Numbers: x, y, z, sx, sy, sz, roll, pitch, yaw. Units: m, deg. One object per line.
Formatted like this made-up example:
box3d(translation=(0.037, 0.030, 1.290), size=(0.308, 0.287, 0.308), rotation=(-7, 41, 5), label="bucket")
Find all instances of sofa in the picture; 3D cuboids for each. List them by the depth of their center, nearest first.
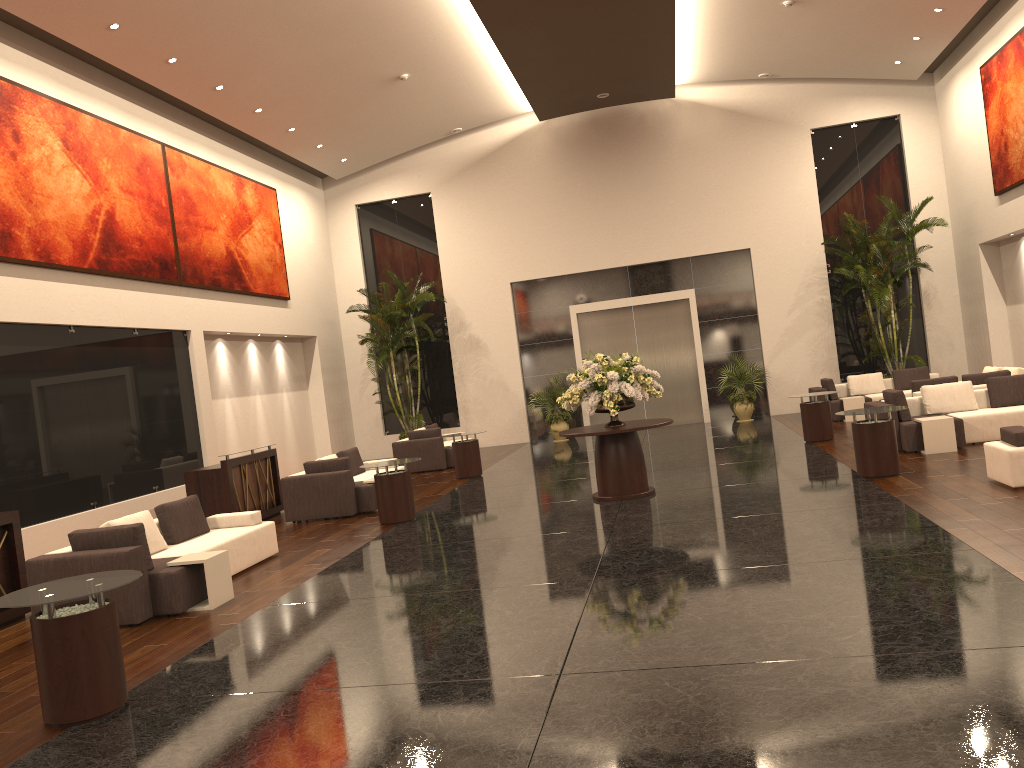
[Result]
box3d(translation=(-3.414, 1.678, 9.120), size=(1.291, 0.862, 2.846), rotation=(-7, 1, 10), label="sofa")
box3d(translation=(6.452, 0.433, 9.987), size=(2.586, 0.862, 3.366), rotation=(-7, 1, 11), label="sofa")
box3d(translation=(6.641, 0.376, 12.614), size=(2.846, 0.862, 1.291), rotation=(-7, 1, 10), label="sofa")
box3d(translation=(-2.483, 1.498, 14.206), size=(1.291, 0.862, 2.846), rotation=(-7, 1, 10), label="sofa")
box3d(translation=(7.473, 0.235, 15.564), size=(2.586, 0.862, 3.366), rotation=(-7, 1, 11), label="sofa")
box3d(translation=(7.662, 0.178, 18.191), size=(2.846, 0.862, 1.291), rotation=(-7, 1, 10), label="sofa")
box3d(translation=(-1.549, 1.316, 19.308), size=(1.291, 0.862, 2.846), rotation=(-7, 1, 10), label="sofa")

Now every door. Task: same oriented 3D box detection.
box3d(translation=(3.159, -0.409, 21.910), size=(2.767, 3.048, 0.040), rotation=(-7, 1, 11), label="door")

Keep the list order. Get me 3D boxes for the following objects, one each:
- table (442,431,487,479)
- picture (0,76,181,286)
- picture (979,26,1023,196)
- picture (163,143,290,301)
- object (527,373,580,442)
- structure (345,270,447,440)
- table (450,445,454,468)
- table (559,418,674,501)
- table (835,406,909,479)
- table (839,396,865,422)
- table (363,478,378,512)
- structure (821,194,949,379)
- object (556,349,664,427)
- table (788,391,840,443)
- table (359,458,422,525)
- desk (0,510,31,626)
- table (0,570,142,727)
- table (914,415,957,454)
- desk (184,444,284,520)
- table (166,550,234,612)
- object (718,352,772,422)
box3d(translation=(-0.821, 1.298, 16.110), size=(0.833, 0.795, 0.844), rotation=(-8, 1, -29), label="table")
box3d(translation=(-6.417, -2.908, 13.367), size=(0.070, 2.526, 4.515), rotation=(-7, 1, 11), label="picture")
box3d(translation=(8.903, -4.847, 15.094), size=(0.070, 2.526, 4.515), rotation=(-7, 1, 11), label="picture")
box3d(translation=(-5.603, -3.066, 17.812), size=(0.070, 2.526, 4.515), rotation=(-7, 1, 11), label="picture")
box3d(translation=(1.097, 0.546, 21.489), size=(1.297, 1.682, 1.373), rotation=(-6, 1, 44), label="object")
box3d(translation=(-2.627, -0.467, 21.712), size=(2.436, 4.611, 2.531), rotation=(-7, 1, -18), label="structure")
box3d(translation=(-1.023, 1.465, 18.420), size=(0.400, 0.460, 0.400), rotation=(-7, 1, 11), label="table")
box3d(translation=(1.419, 1.010, 11.701), size=(1.498, 0.921, 1.498), rotation=(-7, 1, 2), label="table")
box3d(translation=(4.397, 0.713, 10.737), size=(0.833, 0.795, 0.844), rotation=(-8, 1, -29), label="table")
box3d(translation=(6.803, 0.496, 17.690), size=(0.400, 0.460, 0.400), rotation=(-7, 1, 11), label="table")
box3d(translation=(-1.957, 1.647, 13.317), size=(0.400, 0.460, 0.400), rotation=(-7, 1, 11), label="table")
box3d(translation=(8.304, -1.807, 19.518), size=(2.436, 4.611, 2.531), rotation=(-7, 1, -18), label="structure")
box3d(translation=(1.320, 0.007, 11.681), size=(1.453, 1.097, 1.402), rotation=(-8, 1, -33), label="object")
box3d(translation=(5.147, 0.565, 14.991), size=(0.833, 0.795, 0.844), rotation=(-8, 1, -29), label="table")
box3d(translation=(-1.572, 1.446, 11.855), size=(0.833, 0.795, 0.844), rotation=(-8, 1, -29), label="table")
box3d(translation=(-5.397, 1.853, 7.570), size=(0.700, 1.043, 2.606), rotation=(-7, 1, 11), label="desk")
box3d(translation=(-2.722, 1.669, 5.572), size=(0.844, 0.795, 0.833), rotation=(-8, 1, -40), label="table")
box3d(translation=(5.782, 0.694, 12.114), size=(0.400, 0.460, 0.400), rotation=(-7, 1, 11), label="table")
box3d(translation=(-4.245, 1.596, 13.723), size=(0.760, 1.114, 1.634), rotation=(-7, 1, 11), label="desk")
box3d(translation=(-2.888, 1.827, 8.232), size=(0.400, 0.460, 0.400), rotation=(-7, 1, 11), label="table")
box3d(translation=(5.315, 0.029, 20.645), size=(1.373, 1.682, 1.297), rotation=(-8, 1, -41), label="object")
